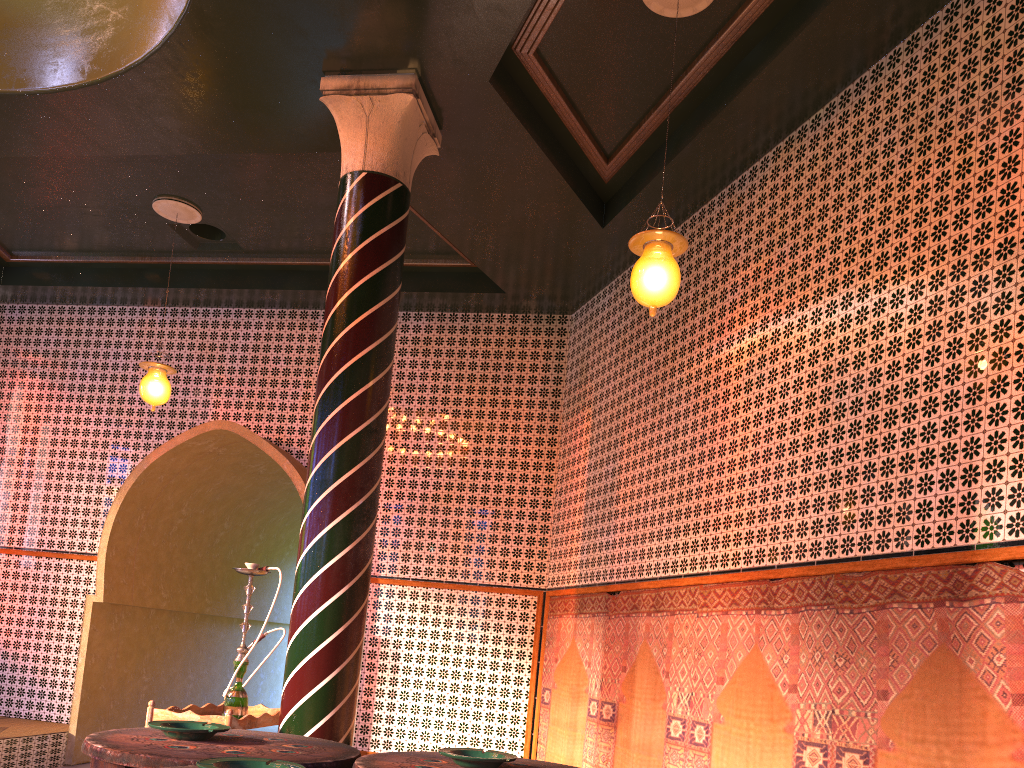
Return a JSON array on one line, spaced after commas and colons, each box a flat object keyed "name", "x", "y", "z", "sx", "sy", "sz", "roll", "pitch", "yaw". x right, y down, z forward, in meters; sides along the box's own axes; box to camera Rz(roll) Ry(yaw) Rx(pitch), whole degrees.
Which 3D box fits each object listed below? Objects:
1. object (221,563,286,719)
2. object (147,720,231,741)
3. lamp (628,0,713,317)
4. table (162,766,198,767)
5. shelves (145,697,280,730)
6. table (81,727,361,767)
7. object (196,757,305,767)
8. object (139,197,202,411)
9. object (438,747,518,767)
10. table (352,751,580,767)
[{"name": "object", "x": -2.079, "y": 2.064, "z": 6.912, "sx": 0.461, "sy": 1.229, "sz": 0.306, "roll": 3, "pitch": -6, "yaw": 19}, {"name": "object", "x": -1.031, "y": 1.111, "z": 2.755, "sx": 0.250, "sy": 0.044, "sz": 0.261, "roll": -3, "pitch": -19, "yaw": 25}, {"name": "lamp", "x": 1.024, "y": -1.573, "z": 5.737, "sx": 0.519, "sy": 2.272, "sz": 0.530, "roll": 5, "pitch": -5, "yaw": 0}, {"name": "table", "x": -0.550, "y": 1.219, "z": 1.938, "sx": 0.861, "sy": 0.575, "sz": 0.849, "roll": 16, "pitch": -17, "yaw": -38}, {"name": "shelves", "x": -2.250, "y": 3.088, "z": 6.632, "sx": 0.744, "sy": 1.260, "sz": 1.232, "roll": 4, "pitch": -11, "yaw": 12}, {"name": "table", "x": -0.921, "y": 1.425, "z": 2.709, "sx": 0.861, "sy": 0.575, "sz": 0.849, "roll": 16, "pitch": -17, "yaw": -38}, {"name": "object", "x": -0.622, "y": 0.930, "z": 2.055, "sx": 0.251, "sy": 0.044, "sz": 0.261, "roll": 6, "pitch": -17, "yaw": -4}, {"name": "object", "x": -3.840, "y": -0.830, "z": 9.554, "sx": 0.519, "sy": 2.272, "sz": 0.530, "roll": 5, "pitch": -5, "yaw": 0}, {"name": "object", "x": -0.109, "y": 1.181, "z": 2.709, "sx": 0.256, "sy": 0.044, "sz": 0.255, "roll": 16, "pitch": -20, "yaw": -32}, {"name": "table", "x": -0.094, "y": 1.478, "z": 2.635, "sx": 0.861, "sy": 0.575, "sz": 0.849, "roll": 16, "pitch": -17, "yaw": -38}]
